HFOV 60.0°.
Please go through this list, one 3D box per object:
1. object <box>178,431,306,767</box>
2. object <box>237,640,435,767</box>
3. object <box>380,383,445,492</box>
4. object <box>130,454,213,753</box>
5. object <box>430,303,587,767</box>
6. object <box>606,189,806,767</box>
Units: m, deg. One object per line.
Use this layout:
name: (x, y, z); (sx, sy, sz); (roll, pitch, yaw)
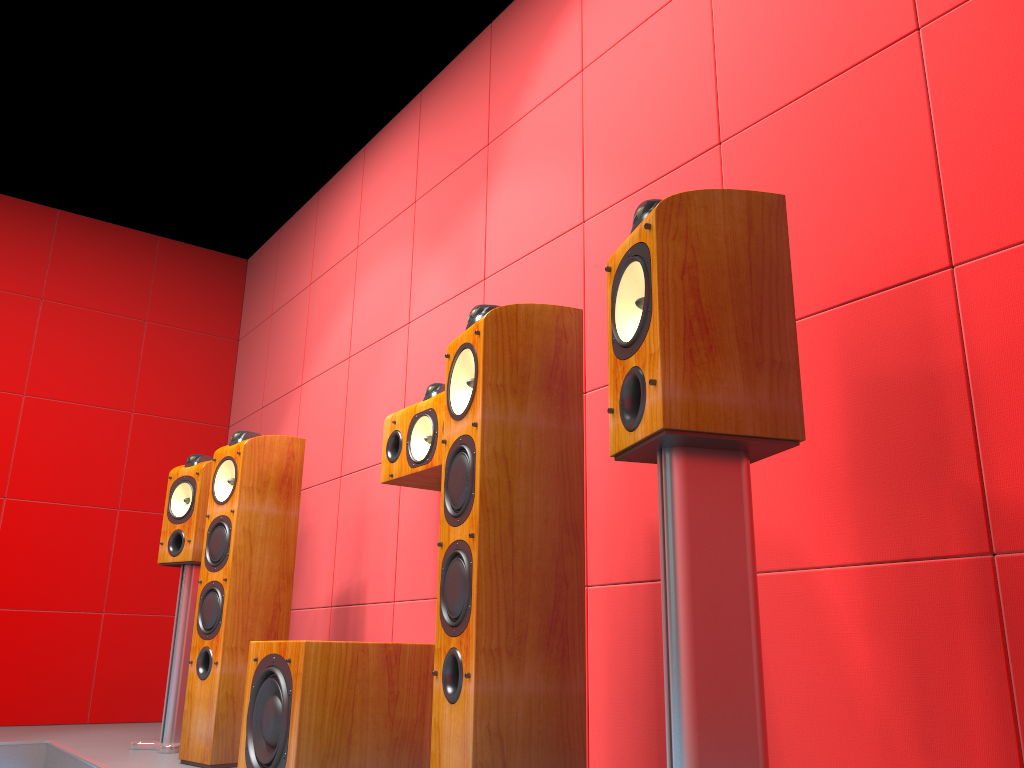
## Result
object: (-0.877, 0.676, 2.906); (0.203, 1.052, 0.238); (-15, -23, 42)
object: (-0.444, 0.831, 2.211); (0.360, 0.360, 0.360); (13, -21, -33)
object: (-0.167, 0.139, 2.620); (0.235, 0.271, 0.493); (13, -21, -33)
object: (-1.177, 0.792, 3.310); (0.231, 1.058, 0.265); (-11, -20, 33)
object: (-0.007, 0.343, 1.775); (0.238, 1.052, 0.203); (9, -19, -24)
object: (0.293, 0.210, 1.334); (0.265, 1.058, 0.231); (6, -18, -15)
